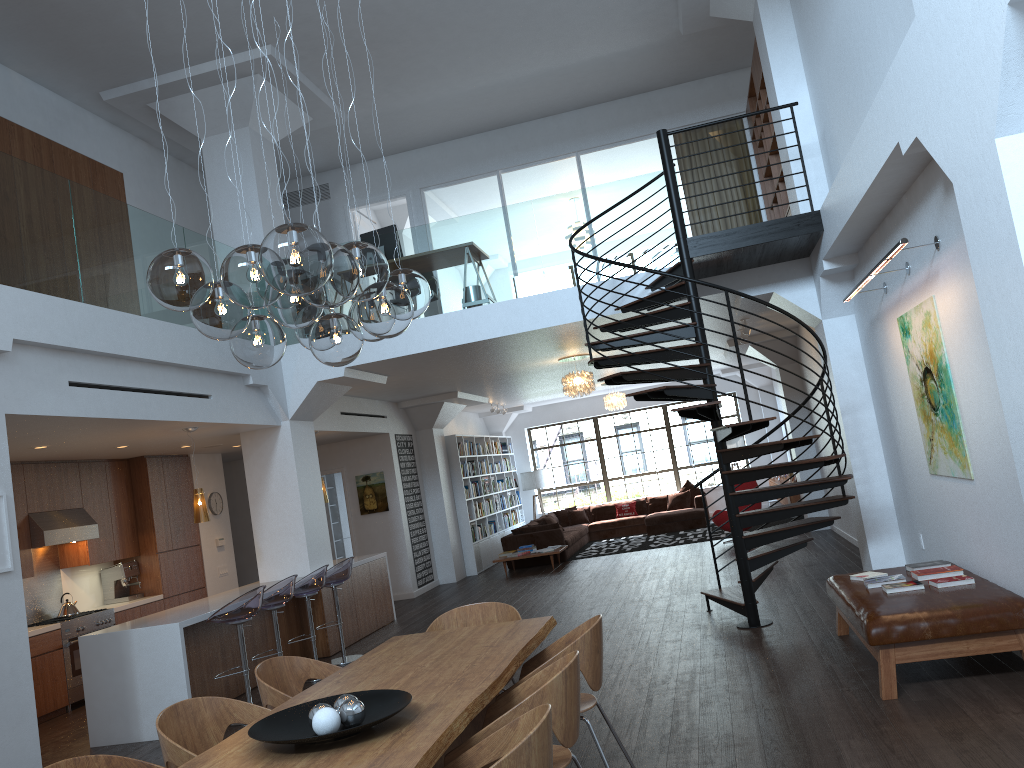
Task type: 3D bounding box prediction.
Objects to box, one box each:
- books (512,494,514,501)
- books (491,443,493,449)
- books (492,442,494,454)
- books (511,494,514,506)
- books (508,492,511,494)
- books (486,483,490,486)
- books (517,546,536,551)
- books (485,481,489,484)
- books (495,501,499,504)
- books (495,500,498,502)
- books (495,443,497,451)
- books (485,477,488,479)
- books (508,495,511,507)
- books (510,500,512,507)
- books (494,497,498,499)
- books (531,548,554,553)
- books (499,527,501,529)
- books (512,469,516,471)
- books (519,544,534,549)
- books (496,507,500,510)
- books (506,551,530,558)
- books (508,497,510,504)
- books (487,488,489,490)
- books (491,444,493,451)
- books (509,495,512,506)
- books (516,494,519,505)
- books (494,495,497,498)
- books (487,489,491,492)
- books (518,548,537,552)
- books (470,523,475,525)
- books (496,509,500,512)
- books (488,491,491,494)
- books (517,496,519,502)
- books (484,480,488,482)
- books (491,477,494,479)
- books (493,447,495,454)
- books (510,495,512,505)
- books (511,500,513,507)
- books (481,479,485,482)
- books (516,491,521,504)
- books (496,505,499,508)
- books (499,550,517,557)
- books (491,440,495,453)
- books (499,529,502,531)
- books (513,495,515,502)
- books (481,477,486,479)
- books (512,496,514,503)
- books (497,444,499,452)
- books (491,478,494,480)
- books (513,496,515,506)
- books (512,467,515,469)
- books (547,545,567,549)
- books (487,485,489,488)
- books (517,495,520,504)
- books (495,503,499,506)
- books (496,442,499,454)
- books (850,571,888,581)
[{"bbox_3d":[-0.048,2.490,18.910,0.160,0.251,0.039,-11,-6,11],"label":"books"},{"bbox_3d":[-0.471,1.321,17.932,0.159,0.241,0.038,-11,-6,11],"label":"books"},{"bbox_3d":[-0.458,1.321,17.977,0.171,0.246,0.057,-11,-6,11],"label":"books"},{"bbox_3d":[-0.069,2.482,18.812,0.183,0.253,0.042,-11,-6,11],"label":"books"},{"bbox_3d":[-0.163,2.299,18.559,0.224,0.030,0.161,-12,-6,21],"label":"books"},{"bbox_3d":[-0.545,1.940,17.051,0.183,0.042,0.253,-11,-6,11],"label":"books"},{"bbox_3d":[0.246,2.740,14.776,0.279,0.035,0.191,-12,-6,21],"label":"books"},{"bbox_3d":[-0.555,1.906,17.062,0.161,0.033,0.223,-11,-6,11],"label":"books"},{"bbox_3d":[-0.398,2.345,17.454,0.253,0.040,0.183,-11,-6,11],"label":"books"},{"bbox_3d":[-0.396,2.310,17.462,0.223,0.032,0.161,-11,-6,11],"label":"books"},{"bbox_3d":[-0.405,1.346,18.227,0.168,0.231,0.037,-11,-6,11],"label":"books"},{"bbox_3d":[-0.554,1.818,17.079,0.129,0.043,0.185,-12,-6,26],"label":"books"},{"bbox_3d":[-0.125,2.461,18.524,0.174,0.251,0.051,-11,-6,11],"label":"books"},{"bbox_3d":[-0.104,2.480,18.590,0.161,0.223,0.030,-11,-6,11],"label":"books"},{"bbox_3d":[-0.392,2.255,17.458,0.208,0.024,0.144,-11,-6,16],"label":"books"},{"bbox_3d":[0.488,2.687,14.301,0.231,0.040,0.342,-5,-7,-38],"label":"books"},{"bbox_3d":[-0.363,2.835,17.377,0.284,0.033,0.197,-9,-6,-4],"label":"books"},{"bbox_3d":[-0.088,1.891,19.396,0.284,0.035,0.197,-14,-8,41],"label":"books"},{"bbox_3d":[0.245,2.708,14.776,0.224,0.027,0.157,-11,-6,16],"label":"books"},{"bbox_3d":[-0.384,2.465,17.440,0.251,0.037,0.160,-11,-6,16],"label":"books"},{"bbox_3d":[0.103,2.762,14.389,0.236,0.035,0.340,-14,-7,36],"label":"books"},{"bbox_3d":[-0.132,2.474,18.483,0.161,0.223,0.030,-11,-6,11],"label":"books"},{"bbox_3d":[-0.554,2.028,17.036,0.180,0.042,0.259,-11,-6,11],"label":"books"},{"bbox_3d":[-0.462,1.332,17.885,0.144,0.207,0.048,-11,-6,11],"label":"books"},{"bbox_3d":[-0.112,2.472,18.628,0.183,0.253,0.039,-11,-6,11],"label":"books"},{"bbox_3d":[0.041,2.519,19.252,0.172,0.235,0.112,-11,-6,11],"label":"books"},{"bbox_3d":[-0.402,2.224,17.456,0.185,0.041,0.129,-12,-6,26],"label":"books"},{"bbox_3d":[-0.523,2.063,17.032,0.160,0.039,0.251,-11,-6,16],"label":"books"},{"bbox_3d":[0.256,2.774,14.767,0.312,0.037,0.216,-10,-6,1],"label":"books"},{"bbox_3d":[-0.770,2.441,15.382,0.223,0.027,0.161,-12,-6,21],"label":"books"},{"bbox_3d":[-0.377,2.502,17.433,0.246,0.038,0.171,-11,-6,11],"label":"books"},{"bbox_3d":[-0.513,2.101,17.029,0.171,0.039,0.246,-11,-6,11],"label":"books"},{"bbox_3d":[0.063,2.537,19.348,0.161,0.213,0.118,-11,-6,11],"label":"books"},{"bbox_3d":[-0.569,1.882,17.091,0.223,0.027,0.161,-9,-6,1],"label":"books"},{"bbox_3d":[-0.482,1.855,17.407,0.224,0.030,0.161,-12,-6,21],"label":"books"},{"bbox_3d":[-0.447,1.335,18.017,0.161,0.223,0.027,-11,-6,11],"label":"books"},{"bbox_3d":[-0.094,2.477,18.694,0.171,0.246,0.036,-11,-6,11],"label":"books"},{"bbox_3d":[-0.089,2.478,18.731,0.160,0.251,0.036,-11,-6,11],"label":"books"},{"bbox_3d":[-0.629,1.823,16.676,0.174,0.045,0.240,-11,-6,11],"label":"books"},{"bbox_3d":[0.084,2.509,19.501,0.176,0.290,0.053,-11,-6,11],"label":"books"},{"bbox_3d":[-0.390,2.430,17.469,0.259,0.040,0.180,-11,-6,11],"label":"books"},{"bbox_3d":[-0.064,2.824,14.772,0.241,0.045,0.334,-11,-6,13],"label":"books"},{"bbox_3d":[-0.447,1.305,18.061,0.176,0.290,0.053,-11,-6,11],"label":"books"},{"bbox_3d":[-0.357,2.868,17.374,0.284,0.035,0.197,-11,-6,11],"label":"books"},{"bbox_3d":[-0.019,2.510,19.029,0.168,0.228,0.139,-11,-6,11],"label":"books"},{"bbox_3d":[-0.632,1.784,16.657,0.223,0.027,0.161,-12,-6,21],"label":"books"},{"bbox_3d":[-0.047,2.500,18.873,0.161,0.223,0.032,-11,-6,11],"label":"books"},{"bbox_3d":[-0.365,1.347,18.398,0.160,0.250,0.026,-11,-6,11],"label":"books"},{"bbox_3d":[-0.479,1.883,17.396,0.223,0.031,0.161,-11,-6,11],"label":"books"},{"bbox_3d":[-0.029,2.513,18.942,0.161,0.221,0.035,-11,-6,11],"label":"books"},{"bbox_3d":[-0.094,1.857,19.399,0.284,0.033,0.197,-12,-6,26],"label":"books"},{"bbox_3d":[0.710,2.683,14.606,0.256,0.035,0.350,-14,-7,36],"label":"books"},{"bbox_3d":[-0.545,1.983,17.052,0.168,0.045,0.231,-10,-6,6],"label":"books"},{"bbox_3d":[0.068,2.543,19.399,0.161,0.213,0.146,-11,-6,11],"label":"books"},{"bbox_3d":[-0.386,2.385,17.457,0.231,0.044,0.168,-10,-6,6],"label":"books"},{"bbox_3d":[-0.385,1.338,18.294,0.183,0.253,0.034,-11,-6,11],"label":"books"},{"bbox_3d":[2.490,1.344,6.196,0.161,0.031,0.223,-8,-6,-11],"label":"books"}]
